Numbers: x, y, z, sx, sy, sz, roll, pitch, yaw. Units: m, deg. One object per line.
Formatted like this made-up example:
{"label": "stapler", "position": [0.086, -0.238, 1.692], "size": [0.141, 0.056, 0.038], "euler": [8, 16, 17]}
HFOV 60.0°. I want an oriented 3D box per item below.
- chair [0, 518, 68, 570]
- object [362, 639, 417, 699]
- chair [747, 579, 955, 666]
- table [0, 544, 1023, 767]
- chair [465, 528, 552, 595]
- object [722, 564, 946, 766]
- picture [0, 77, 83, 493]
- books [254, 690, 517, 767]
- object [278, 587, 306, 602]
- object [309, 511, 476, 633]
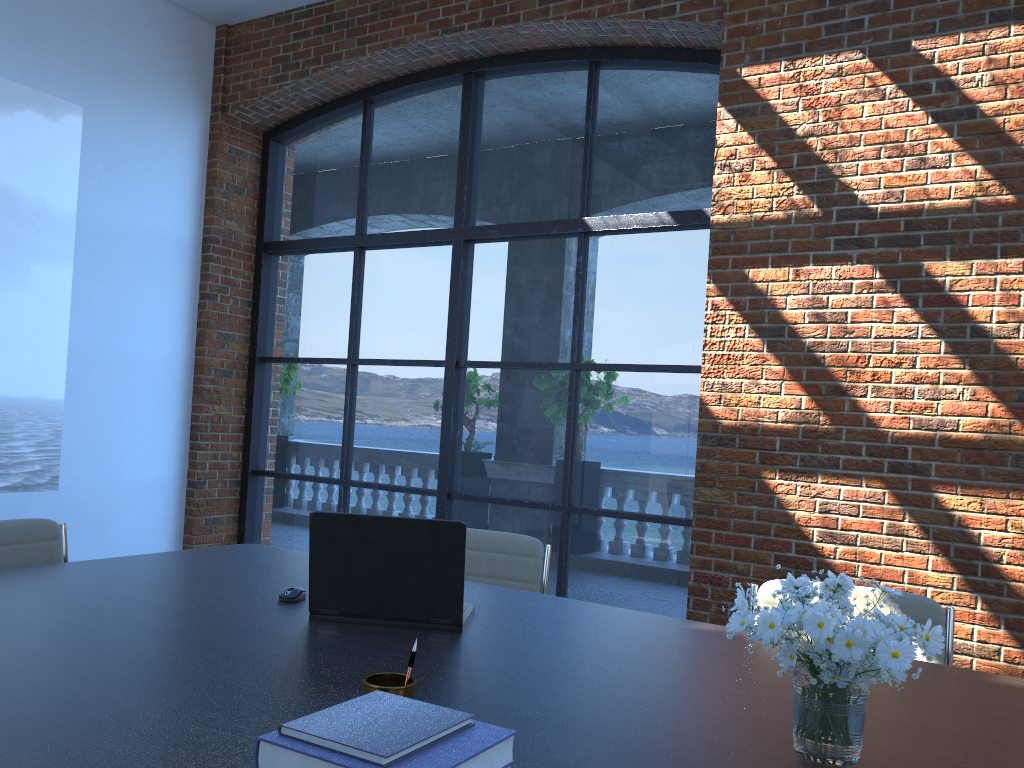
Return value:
{"label": "chair", "position": [-1.382, 0.909, 2.688], "size": [0.706, 0.922, 0.561], "euler": [3, -1, 20]}
{"label": "object", "position": [-0.209, 0.510, 1.509], "size": [0.091, 0.142, 0.091], "euler": [3, -1, 9]}
{"label": "chair", "position": [0.852, 1.031, 2.300], "size": [0.559, 0.922, 0.707], "euler": [3, -1, 20]}
{"label": "table", "position": [0.412, 1.025, 1.499], "size": [4.499, 0.809, 1.813], "euler": [2, -3, 31]}
{"label": "chair", "position": [-0.246, 0.997, 3.080], "size": [0.559, 0.922, 0.707], "euler": [3, -1, 20]}
{"label": "object", "position": [0.537, 0.472, 1.487], "size": [0.336, 0.309, 0.329], "euler": [2, -2, 42]}
{"label": "picture", "position": [-3.613, -0.644, 3.962], "size": [0.024, 2.359, 3.467], "euler": [3, -2, 31]}
{"label": "books", "position": [-0.165, 0.512, 1.186], "size": [0.254, 0.115, 0.295], "euler": [2, -3, 30]}
{"label": "object", "position": [-0.607, 0.582, 2.463], "size": [0.059, 0.034, 0.101], "euler": [3, -2, 12]}
{"label": "object", "position": [-0.300, 0.471, 2.323], "size": [0.390, 0.282, 0.323], "euler": [3, -2, 5]}
